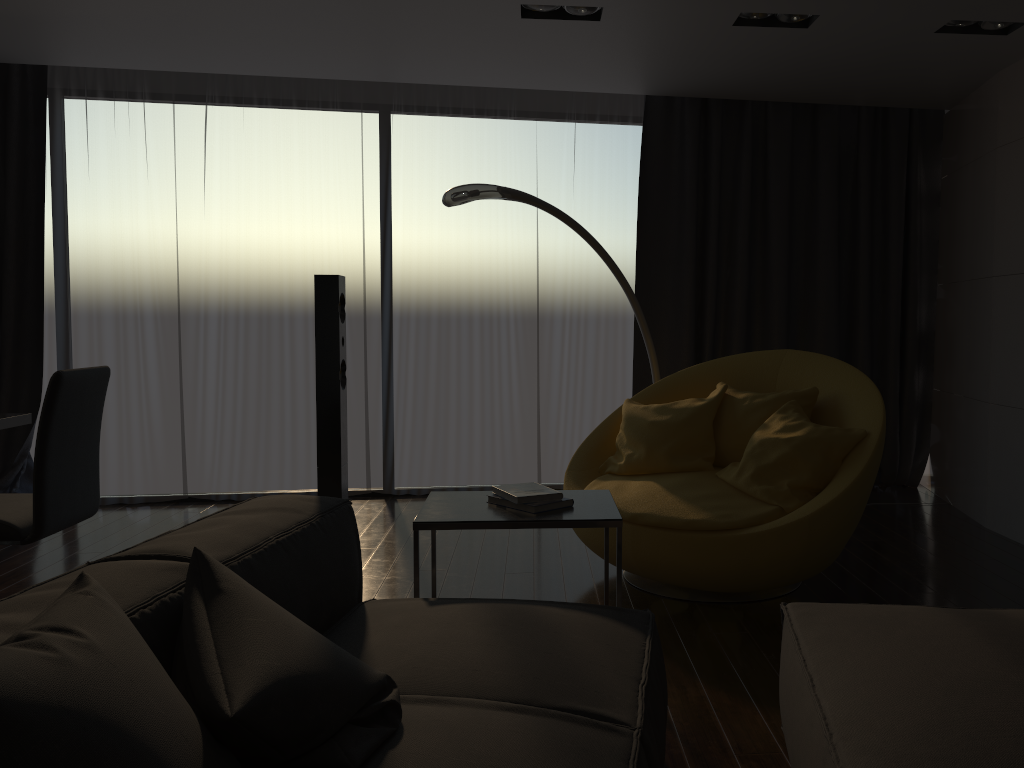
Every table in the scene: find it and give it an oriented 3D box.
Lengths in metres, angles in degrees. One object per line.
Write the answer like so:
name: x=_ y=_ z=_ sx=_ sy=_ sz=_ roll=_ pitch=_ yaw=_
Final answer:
table: x=0.025 y=0.656 z=2.765 sx=0.605 sy=0.562 sz=0.448 roll=0 pitch=4 yaw=-3
table: x=-2.442 y=0.551 z=2.662 sx=1.046 sy=0.760 sz=1.595 roll=0 pitch=4 yaw=-1

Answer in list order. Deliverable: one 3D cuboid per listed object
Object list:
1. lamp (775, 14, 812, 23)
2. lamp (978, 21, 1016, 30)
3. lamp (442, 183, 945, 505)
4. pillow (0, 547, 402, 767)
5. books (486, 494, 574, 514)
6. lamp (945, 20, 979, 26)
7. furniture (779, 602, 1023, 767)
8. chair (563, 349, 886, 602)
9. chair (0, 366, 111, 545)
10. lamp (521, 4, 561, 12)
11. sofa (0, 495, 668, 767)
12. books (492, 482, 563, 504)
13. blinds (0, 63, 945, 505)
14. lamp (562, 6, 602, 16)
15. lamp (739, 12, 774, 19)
lamp: x=1.282 y=-1.691 z=3.990 sx=0.174 sy=0.077 sz=0.180 roll=1 pitch=4 yaw=10
lamp: x=2.254 y=-1.691 z=4.073 sx=0.174 sy=0.077 sz=0.180 roll=1 pitch=4 yaw=10
lamp: x=1.616 y=-0.114 z=5.183 sx=4.417 sy=1.778 sz=0.557 roll=-2 pitch=4 yaw=-24
pillow: x=-0.178 y=0.476 z=0.663 sx=1.114 sy=0.430 sz=1.990 roll=-3 pitch=5 yaw=-39
books: x=0.056 y=0.364 z=2.750 sx=0.172 sy=0.023 sz=0.219 roll=-3 pitch=5 yaw=-42
lamp: x=2.072 y=-1.691 z=4.057 sx=0.172 sy=0.077 sz=0.182 roll=1 pitch=4 yaw=17
furniture: x=1.144 y=0.784 z=1.831 sx=1.080 sy=0.439 sz=1.112 roll=1 pitch=4 yaw=8
chair: x=0.922 y=0.357 z=3.938 sx=1.196 sy=1.005 sz=1.440 roll=-2 pitch=5 yaw=-35
chair: x=-1.755 y=0.425 z=3.056 sx=0.576 sy=0.964 sz=0.425 roll=0 pitch=4 yaw=-3
lamp: x=0.130 y=-1.690 z=3.891 sx=0.180 sy=0.077 sz=0.174 roll=0 pitch=4 yaw=-7
sofa: x=0.364 y=0.701 z=1.111 sx=2.702 sy=0.703 sz=2.518 roll=1 pitch=4 yaw=8
books: x=0.047 y=0.341 z=2.760 sx=0.162 sy=0.022 sz=0.196 roll=-2 pitch=4 yaw=-25
blinds: x=-0.893 y=-0.689 z=5.365 sx=7.657 sy=2.892 sz=0.732 roll=-1 pitch=3 yaw=-12
lamp: x=0.311 y=-1.690 z=3.906 sx=0.174 sy=0.077 sz=0.180 roll=1 pitch=4 yaw=10
lamp: x=1.100 y=-1.691 z=3.974 sx=0.172 sy=0.077 sz=0.182 roll=1 pitch=4 yaw=17
